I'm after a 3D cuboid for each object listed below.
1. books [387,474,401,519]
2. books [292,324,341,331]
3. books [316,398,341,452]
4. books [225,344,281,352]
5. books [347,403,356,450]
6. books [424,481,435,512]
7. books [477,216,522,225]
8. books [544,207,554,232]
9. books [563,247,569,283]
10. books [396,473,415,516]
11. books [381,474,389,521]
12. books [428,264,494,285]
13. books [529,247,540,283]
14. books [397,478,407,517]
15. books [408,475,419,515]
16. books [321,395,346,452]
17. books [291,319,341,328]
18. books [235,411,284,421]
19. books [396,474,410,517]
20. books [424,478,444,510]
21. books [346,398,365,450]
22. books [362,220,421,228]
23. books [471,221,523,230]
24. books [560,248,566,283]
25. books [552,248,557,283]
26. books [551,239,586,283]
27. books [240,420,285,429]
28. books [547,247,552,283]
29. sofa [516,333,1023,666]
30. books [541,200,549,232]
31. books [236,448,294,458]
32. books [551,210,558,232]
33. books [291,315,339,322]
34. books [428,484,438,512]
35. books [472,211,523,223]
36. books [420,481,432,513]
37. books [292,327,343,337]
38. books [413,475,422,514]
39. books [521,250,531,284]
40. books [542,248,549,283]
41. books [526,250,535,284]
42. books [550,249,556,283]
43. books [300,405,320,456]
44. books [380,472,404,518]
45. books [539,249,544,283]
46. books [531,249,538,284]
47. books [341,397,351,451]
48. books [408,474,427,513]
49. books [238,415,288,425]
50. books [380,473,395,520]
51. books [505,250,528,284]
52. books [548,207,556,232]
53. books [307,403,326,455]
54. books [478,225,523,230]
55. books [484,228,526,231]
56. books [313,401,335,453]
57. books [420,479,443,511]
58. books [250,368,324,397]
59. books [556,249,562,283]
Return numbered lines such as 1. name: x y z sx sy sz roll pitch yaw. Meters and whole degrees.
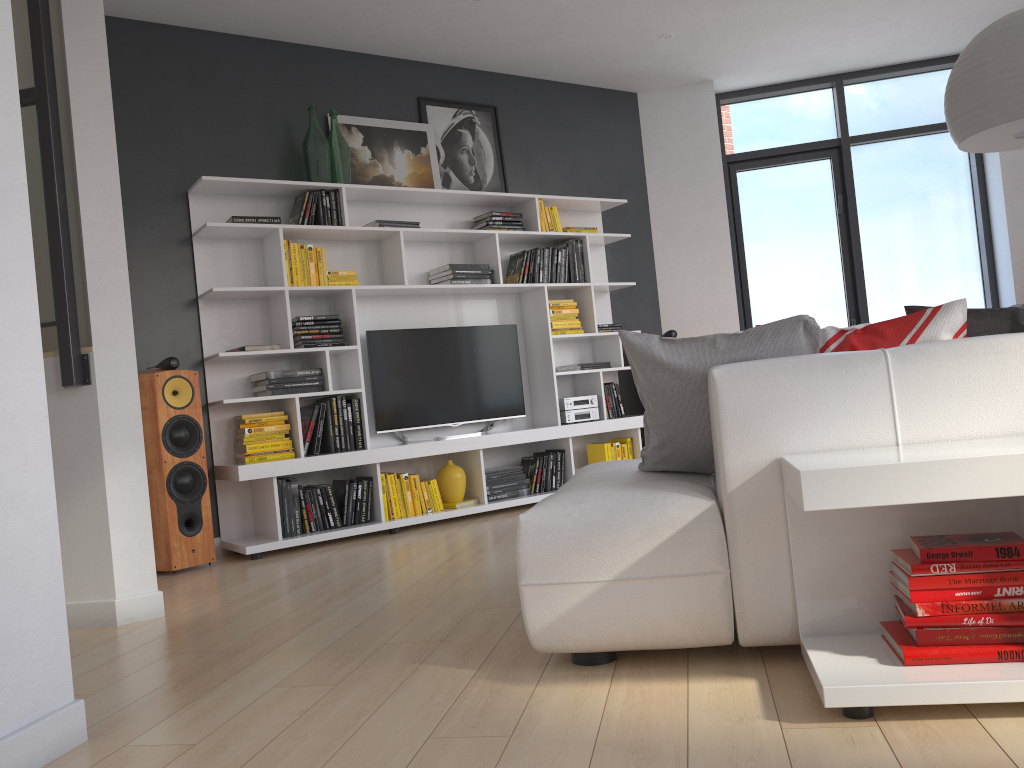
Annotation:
1. books: -0.738 0.660 5.228 0.066 0.258 0.198 -5 -1 -34
2. books: -1.155 -0.320 5.169 0.264 0.020 0.189 -5 -1 -30
3. books: -1.072 0.243 5.181 0.034 0.314 0.237 -5 -1 -34
4. books: -1.447 -0.187 4.951 0.209 0.030 0.266 -5 -1 -40
5. books: -0.988 0.255 5.231 0.028 0.272 0.200 -5 -1 -34
6. books: -0.525 0.676 5.337 0.046 0.187 0.134 -5 -1 -34
7. books: -0.086 -1.089 5.947 0.246 0.026 0.180 -5 -1 -31
8. books: 0.219 -1.112 6.089 0.054 0.180 0.132 -5 -1 -34
9. books: 0.324 -0.809 6.179 0.066 0.260 0.197 -5 -1 -34
10. books: -0.657 0.656 5.278 0.055 0.252 0.185 -5 -1 -35
11. books: -0.786 0.657 5.164 0.029 0.270 0.204 -5 -1 -34
12. books: -0.330 -0.689 5.773 0.343 0.137 0.277 -5 -1 -39
13. books: 0.123 -0.788 6.048 0.075 0.254 0.192 -5 -1 -35
14. books: -0.686 0.671 5.239 0.042 0.230 0.156 -5 -1 -36
15. books: -0.619 0.658 5.278 0.043 0.240 0.169 -5 -1 -35
16. books: -1.047 0.235 5.202 0.026 0.326 0.237 -5 -1 -34
17. books: -1.164 -0.344 5.189 0.284 0.030 0.214 -5 -1 -25
18. books: -1.425 0.181 5.004 0.234 0.024 0.171 -5 -1 -30
19. books: -0.672 0.657 5.255 0.041 0.252 0.180 -5 -1 -34
20. books: -0.476 0.669 5.385 0.046 0.193 0.149 -5 -1 -33
21. books: -0.957 0.241 5.255 0.051 0.297 0.230 -5 -1 -34
22. books: -0.761 -0.959 5.487 0.310 0.047 0.250 -5 -1 -38
23. books: -0.101 -1.058 5.967 0.284 0.030 0.214 -5 -1 -30
24. books: 0.297 -0.801 6.159 0.084 0.249 0.191 -5 -1 -34
25. books: 0.243 -0.799 6.125 0.075 0.254 0.192 -5 -1 -35
26. books: 0.387 -0.839 6.257 0.128 0.321 0.259 -5 -1 -34
27. books: -1.407 0.228 4.987 0.238 0.023 0.167 -5 -1 -18
28. books: 0.205 -0.798 6.102 0.066 0.260 0.197 -5 -1 -34
29. sofa: 1.910 0.193 3.145 3.424 0.732 2.614 -6 -1 11
30. books: 0.178 -1.131 6.090 0.054 0.224 0.164 -5 -1 -35
31. books: -1.386 0.386 4.967 0.269 0.025 0.213 -5 -1 -31
32. books: 0.262 -1.106 6.095 0.046 0.161 0.108 -5 -1 -35
33. books: -1.151 -0.374 5.167 0.246 0.026 0.180 -5 -1 -26
34. books: -0.502 0.684 5.338 0.049 0.169 0.113 -5 -1 -35
35. books: -0.097 -1.114 5.956 0.266 0.030 0.209 -5 -1 -40
36. books: -0.547 0.678 5.332 0.056 0.188 0.138 -5 -1 -34
37. books: -1.149 -0.295 5.167 0.284 0.030 0.214 -5 -1 -25
38. books: -0.610 0.660 5.308 0.043 0.235 0.171 -5 -1 -36
39. books: 0.051 -0.771 5.998 0.096 0.234 0.187 -5 -1 -33
40. books: 0.178 -0.791 6.082 0.084 0.249 0.191 -5 -1 -34
41. books: 0.084 -0.774 6.004 0.081 0.233 0.169 -5 -1 -35
42. books: 0.239 -0.791 6.090 0.069 0.242 0.172 -5 -1 -33
43. books: -1.200 0.269 5.107 0.142 0.284 0.232 -5 -1 -34
44. books: -0.713 0.655 5.244 0.038 0.267 0.202 -5 -1 -33
45. books: 0.150 -0.784 6.057 0.068 0.243 0.179 -5 -1 -35
46. books: 0.120 -0.781 6.013 0.069 0.242 0.172 -5 -1 -33
47. books: -1.022 0.239 5.218 0.034 0.315 0.239 -5 -1 -34
48. books: -0.589 0.658 5.333 0.056 0.235 0.172 -5 -1 -35
49. books: -1.401 0.203 4.989 0.234 0.024 0.171 -5 -1 -30
50. books: -0.766 0.656 5.203 0.048 0.271 0.213 -5 -1 -34
51. books: 0.025 -0.769 5.976 0.104 0.234 0.182 -5 -1 -34
52. books: 0.239 -1.113 6.094 0.044 0.178 0.128 -5 -1 -34
53. books: -1.147 0.261 5.121 0.100 0.289 0.210 -5 -1 -35
54. books: -0.090 -1.034 5.949 0.264 0.020 0.189 -5 -1 -35
55. books: -0.084 -1.010 5.946 0.284 0.030 0.214 -5 -1 -30
56. books: -1.094 0.253 5.158 0.028 0.301 0.213 -5 -1 -34
57. books: -0.491 0.670 5.365 0.067 0.193 0.148 -5 -1 -33
58. books: -1.289 -0.002 5.079 0.343 0.137 0.277 -5 -1 -34
59. books: 0.272 -0.797 6.129 0.071 0.243 0.179 -5 -1 -35
